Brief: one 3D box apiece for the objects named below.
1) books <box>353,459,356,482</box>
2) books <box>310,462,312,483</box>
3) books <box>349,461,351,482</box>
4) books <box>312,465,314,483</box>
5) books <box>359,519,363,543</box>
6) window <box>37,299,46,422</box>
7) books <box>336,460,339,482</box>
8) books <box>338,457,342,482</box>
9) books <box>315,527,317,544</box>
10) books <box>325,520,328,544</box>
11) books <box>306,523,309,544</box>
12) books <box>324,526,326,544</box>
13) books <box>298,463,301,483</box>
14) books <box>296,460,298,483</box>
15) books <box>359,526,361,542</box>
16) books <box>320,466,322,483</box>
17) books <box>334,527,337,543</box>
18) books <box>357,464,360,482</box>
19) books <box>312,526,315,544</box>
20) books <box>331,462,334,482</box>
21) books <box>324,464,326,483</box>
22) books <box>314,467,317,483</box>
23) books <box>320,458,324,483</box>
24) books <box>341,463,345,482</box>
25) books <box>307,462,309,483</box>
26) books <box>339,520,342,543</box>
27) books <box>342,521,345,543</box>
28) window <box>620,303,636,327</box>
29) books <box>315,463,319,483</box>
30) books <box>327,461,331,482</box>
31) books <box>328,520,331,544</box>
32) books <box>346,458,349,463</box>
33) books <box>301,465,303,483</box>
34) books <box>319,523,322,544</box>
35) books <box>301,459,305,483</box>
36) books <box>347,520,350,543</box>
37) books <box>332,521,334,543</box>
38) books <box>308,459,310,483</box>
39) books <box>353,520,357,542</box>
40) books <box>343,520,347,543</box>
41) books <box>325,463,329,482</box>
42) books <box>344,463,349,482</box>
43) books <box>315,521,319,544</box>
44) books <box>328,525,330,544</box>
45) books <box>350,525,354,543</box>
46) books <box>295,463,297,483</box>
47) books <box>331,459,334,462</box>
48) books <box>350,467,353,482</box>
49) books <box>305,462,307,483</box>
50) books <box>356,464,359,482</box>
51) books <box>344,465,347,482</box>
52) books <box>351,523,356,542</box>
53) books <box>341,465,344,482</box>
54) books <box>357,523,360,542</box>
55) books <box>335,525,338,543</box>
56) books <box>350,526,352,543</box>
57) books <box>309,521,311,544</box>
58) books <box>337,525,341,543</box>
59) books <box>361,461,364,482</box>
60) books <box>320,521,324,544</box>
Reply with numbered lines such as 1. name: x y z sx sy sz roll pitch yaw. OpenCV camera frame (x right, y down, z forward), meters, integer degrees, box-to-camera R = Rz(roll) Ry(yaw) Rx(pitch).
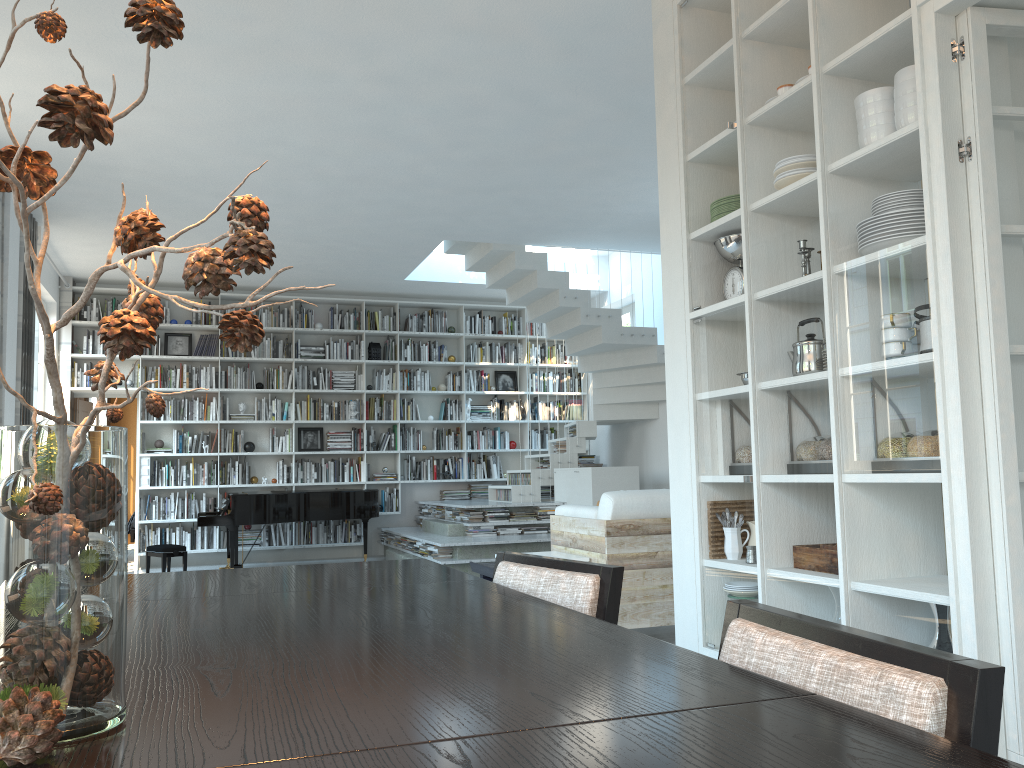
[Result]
1. books: -1.929 1.055 10.800 0.026 0.272 0.175 1 -6 -19
2. books: -2.419 1.064 10.639 0.021 0.244 0.141 1 -6 -19
3. books: -1.984 1.064 10.793 0.014 0.256 0.145 1 -6 -19
4. books: -2.391 1.075 10.625 0.023 0.217 0.174 1 -6 -19
5. books: -1.805 1.770 10.702 0.038 0.268 0.277 1 -6 -19
6. window: -4.667 0.016 8.547 0.073 2.007 1.985 1 -6 -19
7. books: -2.122 1.056 10.724 0.028 0.264 0.161 1 -6 -19
8. books: -2.085 1.041 10.743 0.012 0.296 0.178 1 -6 -19
9. books: -2.355 1.808 10.596 0.030 0.196 0.143 1 -6 -19
10. books: -2.225 1.763 10.620 0.013 0.285 0.185 1 -6 -19
11. books: -2.438 1.781 10.562 0.022 0.246 0.144 1 -6 -19
12. books: -2.246 1.805 10.623 0.024 0.203 0.144 1 -6 -19
13. books: -2.543 1.065 10.573 0.027 0.234 0.167 1 -6 -19
14. books: -2.565 1.045 10.579 0.011 0.275 0.146 1 -6 -19
15. books: -1.855 1.820 10.753 0.023 0.181 0.149 1 -6 -19
16. books: -2.302 1.087 10.655 0.023 0.196 0.165 1 -6 -19
17. books: -2.137 1.803 10.670 0.040 0.212 0.129 1 -6 -19
18. books: -1.868 1.083 10.808 0.011 0.216 0.166 1 -6 -19
19. books: -2.372 1.800 10.559 0.028 0.206 0.175 1 -6 -19
20. books: -2.180 1.064 10.703 0.026 0.245 0.191 1 -6 -19
21. books: -2.262 1.078 10.693 0.025 0.220 0.140 1 -6 -19
22. books: -2.364 1.092 10.627 0.029 0.183 0.174 1 -6 -19
23. books: -2.284 1.041 10.680 0.026 0.291 0.152 1 -6 -19
24. books: -2.052 1.073 10.760 0.014 0.235 0.154 1 -6 -19
25. books: -2.449 1.061 10.613 0.027 0.245 0.179 1 -6 -19
26. books: -2.068 1.761 10.671 0.011 0.292 0.184 1 -6 -19
27. books: -2.038 1.781 10.668 0.044 0.251 0.187 1 -6 -19
28. window: 1.525 -0.402 11.025 0.042 1.225 1.118 1 -6 -19
29. books: -2.340 1.066 10.646 0.029 0.237 0.166 1 -6 -19
30. books: -2.213 1.062 10.720 0.025 0.254 0.136 1 -6 -19
31. books: -2.191 1.738 10.630 0.014 0.335 0.183 1 -6 -19
32. books: -1.995 1.044 10.783 0.014 0.293 0.137 1 -6 -19
33. books: -2.523 1.079 10.592 0.024 0.208 0.170 1 -6 -19
34. books: -2.300 1.789 10.608 0.030 0.234 0.138 1 -6 -19
35. books: -2.505 1.041 10.620 0.027 0.290 0.141 1 -6 -19
36. books: -1.978 1.780 10.704 0.011 0.258 0.171 1 -6 -19
37. books: -2.165 1.777 10.654 0.024 0.262 0.131 1 -6 -19
38. books: -2.430 1.043 10.618 0.013 0.282 0.166 1 -6 -19
39. books: -1.898 1.782 10.734 0.013 0.256 0.176 1 -6 -19
40. books: -2.013 1.749 10.685 0.013 0.316 0.186 1 -6 -19
41. books: -2.234 1.069 10.696 0.031 0.237 0.159 1 -6 -19
42. books: -2.008 1.072 10.763 0.023 0.234 0.175 1 -6 -19
43. books: -2.326 1.759 10.599 0.026 0.293 0.155 1 -6 -19
44. books: -2.209 1.800 10.627 0.022 0.212 0.167 1 -6 -19
45. books: -1.939 1.807 10.714 0.022 0.205 0.191 1 -6 -19
46. books: -2.586 1.061 10.578 0.029 0.243 0.154 1 -6 -19
47. books: -2.170 1.047 10.734 0.014 0.286 0.134 1 -6 -19
48. books: -1.957 1.098 10.773 0.023 0.183 0.169 1 -6 -19
49. books: -2.479 1.062 10.621 0.024 0.247 0.132 1 -6 -19
50. books: -1.893 1.084 10.798 0.042 0.212 0.169 1 -6 -19
51. books: -2.030 1.087 10.754 0.023 0.204 0.167 1 -6 -19
52. books: -1.919 1.797 10.735 0.028 0.227 0.162 1 -6 -19
53. books: -2.066 1.085 10.743 0.024 0.207 0.183 1 -6 -19
54. books: -1.876 1.801 10.734 0.029 0.217 0.191 1 -6 -19
55. books: -2.103 1.803 10.648 0.010 0.205 0.180 1 -6 -19
56. books: -1.963 1.814 10.716 0.024 0.191 0.155 1 -6 -19
57. books: -2.411 1.767 10.574 0.012 0.276 0.154 1 -6 -19
58. books: -2.086 1.802 10.659 0.029 0.209 0.170 1 -6 -19
59. books: -1.835 1.068 10.815 0.033 0.246 0.176 1 -6 -19
60. books: -2.272 1.776 10.618 0.028 0.260 0.132 1 -6 -19
